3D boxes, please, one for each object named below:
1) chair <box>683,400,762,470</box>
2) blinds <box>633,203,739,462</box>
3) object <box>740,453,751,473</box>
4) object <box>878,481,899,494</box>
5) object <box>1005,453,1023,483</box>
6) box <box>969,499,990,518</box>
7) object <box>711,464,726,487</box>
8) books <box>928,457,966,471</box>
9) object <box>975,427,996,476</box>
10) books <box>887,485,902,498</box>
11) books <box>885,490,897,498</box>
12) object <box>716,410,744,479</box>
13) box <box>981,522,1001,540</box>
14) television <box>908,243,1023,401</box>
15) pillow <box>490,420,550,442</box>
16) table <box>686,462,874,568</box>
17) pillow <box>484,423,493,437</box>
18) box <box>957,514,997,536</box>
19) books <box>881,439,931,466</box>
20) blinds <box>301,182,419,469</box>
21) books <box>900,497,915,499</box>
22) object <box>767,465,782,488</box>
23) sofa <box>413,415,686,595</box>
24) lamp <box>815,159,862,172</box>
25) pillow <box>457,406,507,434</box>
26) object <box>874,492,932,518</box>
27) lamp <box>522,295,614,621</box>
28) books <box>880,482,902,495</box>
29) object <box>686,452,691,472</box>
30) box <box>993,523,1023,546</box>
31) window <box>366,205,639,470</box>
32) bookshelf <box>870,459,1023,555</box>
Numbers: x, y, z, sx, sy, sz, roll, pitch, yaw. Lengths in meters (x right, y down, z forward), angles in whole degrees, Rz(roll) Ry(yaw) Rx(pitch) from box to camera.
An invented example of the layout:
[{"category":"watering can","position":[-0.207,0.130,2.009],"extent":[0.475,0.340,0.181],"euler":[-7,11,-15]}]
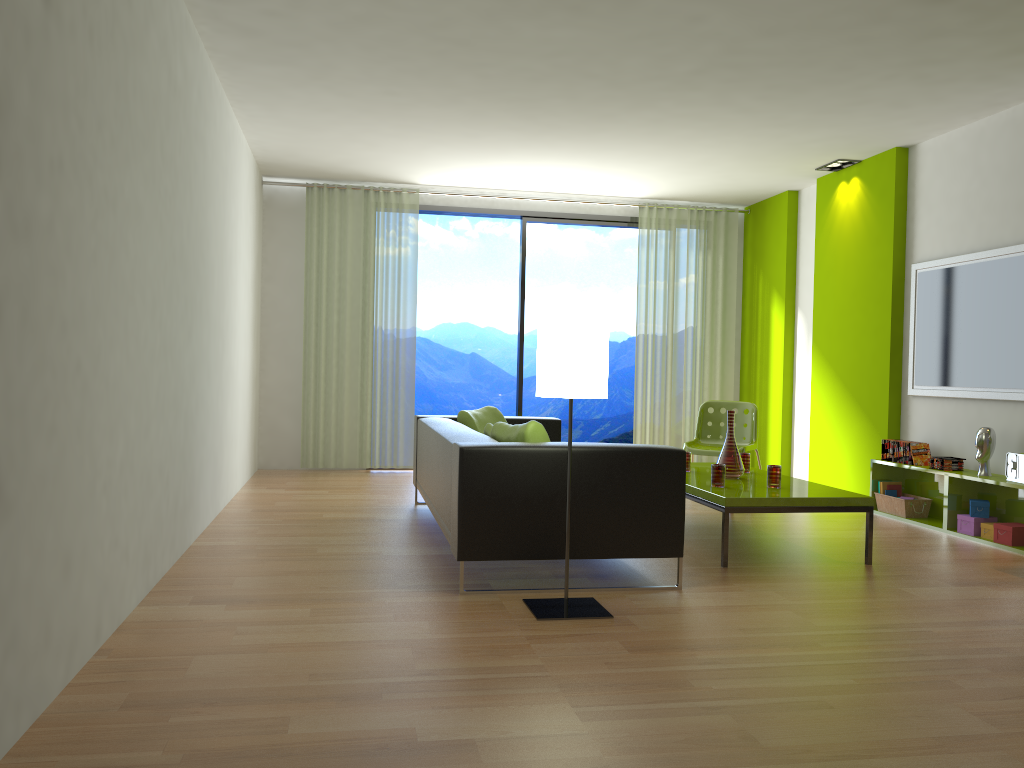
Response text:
[{"category":"chair","position":[1.558,0.510,6.630],"extent":[0.640,0.759,0.546],"euler":[2,1,28]},{"category":"blinds","position":[1.686,-0.452,8.647],"extent":[1.012,2.568,0.067],"euler":[1,1,-11]},{"category":"object","position":[1.456,0.496,5.562],"extent":[0.076,0.122,0.075],"euler":[2,1,24]},{"category":"object","position":[2.675,0.792,6.287],"extent":[0.158,0.200,0.040],"euler":[1,1,-11]},{"category":"object","position":[2.921,0.483,5.024],"extent":[0.047,0.176,0.340],"euler":[1,1,-6]},{"category":"box","position":[2.843,0.758,5.396],"extent":[0.102,0.093,0.138],"euler":[2,1,24]},{"category":"object","position":[1.120,0.499,4.816],"extent":[0.076,0.122,0.075],"euler":[2,1,24]},{"category":"books","position":[2.795,0.512,5.707],"extent":[0.164,0.078,0.172],"euler":[1,1,-12]},{"category":"object","position":[2.883,0.414,5.397],"extent":[0.107,0.305,0.107],"euler":[1,1,-44]},{"category":"books","position":[2.695,0.801,6.243],"extent":[0.105,0.182,0.031],"euler":[1,1,-11]},{"category":"books","position":[2.661,0.818,6.224],"extent":[0.086,0.148,0.025],"euler":[1,1,-11]},{"category":"object","position":[1.286,0.356,5.227],"extent":[0.168,0.400,0.168],"euler":[1,1,-25]},{"category":"box","position":[2.874,0.876,5.257],"extent":[0.169,0.093,0.102],"euler":[1,1,-16]},{"category":"television","position":[2.993,-0.373,5.584],"extent":[0.028,0.941,1.537],"euler":[1,1,-11]},{"category":"pillow","position":[0.061,0.365,4.258],"extent":[0.210,0.403,0.457],"euler":[1,1,-25]},{"category":"table","position":[1.292,0.728,5.280],"extent":[0.810,0.349,1.682],"euler":[1,1,-11]},{"category":"pillow","position":[-0.024,0.372,4.642],"extent":[0.164,0.317,0.380],"euler":[1,1,-27]},{"category":"box","position":[2.833,0.862,5.404],"extent":[0.202,0.116,0.135],"euler":[1,1,-16]},{"category":"books","position":[2.721,0.472,6.108],"extent":[0.147,0.150,0.370],"euler":[1,1,-11]},{"category":"blinds","position":[-1.380,-0.515,8.076],"extent":[1.012,2.568,0.067],"euler":[1,1,-11]},{"category":"books","position":[2.712,0.786,6.086],"extent":[0.087,0.008,0.110],"euler":[2,1,29]},{"category":"object","position":[1.429,0.506,4.835],"extent":[0.075,0.122,0.076],"euler":[2,1,45]},{"category":"sofa","position":[0.060,0.560,5.065],"extent":[1.061,0.639,2.583],"euler":[1,1,-11]},{"category":"lamp","position":[2.575,-1.786,7.004],"extent":[0.192,0.131,0.352],"euler":[1,1,-11]},{"category":"pillow","position":[-0.186,0.332,5.901],"extent":[0.269,0.362,0.399],"euler":[2,1,38]},{"category":"object","position":[2.700,0.838,6.133],"extent":[0.213,0.129,0.367],"euler":[1,1,-11]},{"category":"lamp","position":[0.232,0.280,3.535],"extent":[0.302,1.244,0.295],"euler":[1,1,-11]},{"category":"books","position":[2.680,0.791,6.263],"extent":[0.158,0.202,0.051],"euler":[1,1,-11]},{"category":"object","position":[1.083,0.488,5.549],"extent":[0.076,0.122,0.075],"euler":[2,1,24]},{"category":"box","position":[2.890,0.867,5.099],"extent":[0.202,0.116,0.135],"euler":[1,1,-16]},{"category":"window","position":[0.296,-0.401,8.617],"extent":[3.336,2.498,0.219],"euler":[1,1,-11]},{"category":"bookshelf","position":[2.858,0.743,5.564],"extent":[0.306,0.378,1.630],"euler":[1,1,-11]}]
